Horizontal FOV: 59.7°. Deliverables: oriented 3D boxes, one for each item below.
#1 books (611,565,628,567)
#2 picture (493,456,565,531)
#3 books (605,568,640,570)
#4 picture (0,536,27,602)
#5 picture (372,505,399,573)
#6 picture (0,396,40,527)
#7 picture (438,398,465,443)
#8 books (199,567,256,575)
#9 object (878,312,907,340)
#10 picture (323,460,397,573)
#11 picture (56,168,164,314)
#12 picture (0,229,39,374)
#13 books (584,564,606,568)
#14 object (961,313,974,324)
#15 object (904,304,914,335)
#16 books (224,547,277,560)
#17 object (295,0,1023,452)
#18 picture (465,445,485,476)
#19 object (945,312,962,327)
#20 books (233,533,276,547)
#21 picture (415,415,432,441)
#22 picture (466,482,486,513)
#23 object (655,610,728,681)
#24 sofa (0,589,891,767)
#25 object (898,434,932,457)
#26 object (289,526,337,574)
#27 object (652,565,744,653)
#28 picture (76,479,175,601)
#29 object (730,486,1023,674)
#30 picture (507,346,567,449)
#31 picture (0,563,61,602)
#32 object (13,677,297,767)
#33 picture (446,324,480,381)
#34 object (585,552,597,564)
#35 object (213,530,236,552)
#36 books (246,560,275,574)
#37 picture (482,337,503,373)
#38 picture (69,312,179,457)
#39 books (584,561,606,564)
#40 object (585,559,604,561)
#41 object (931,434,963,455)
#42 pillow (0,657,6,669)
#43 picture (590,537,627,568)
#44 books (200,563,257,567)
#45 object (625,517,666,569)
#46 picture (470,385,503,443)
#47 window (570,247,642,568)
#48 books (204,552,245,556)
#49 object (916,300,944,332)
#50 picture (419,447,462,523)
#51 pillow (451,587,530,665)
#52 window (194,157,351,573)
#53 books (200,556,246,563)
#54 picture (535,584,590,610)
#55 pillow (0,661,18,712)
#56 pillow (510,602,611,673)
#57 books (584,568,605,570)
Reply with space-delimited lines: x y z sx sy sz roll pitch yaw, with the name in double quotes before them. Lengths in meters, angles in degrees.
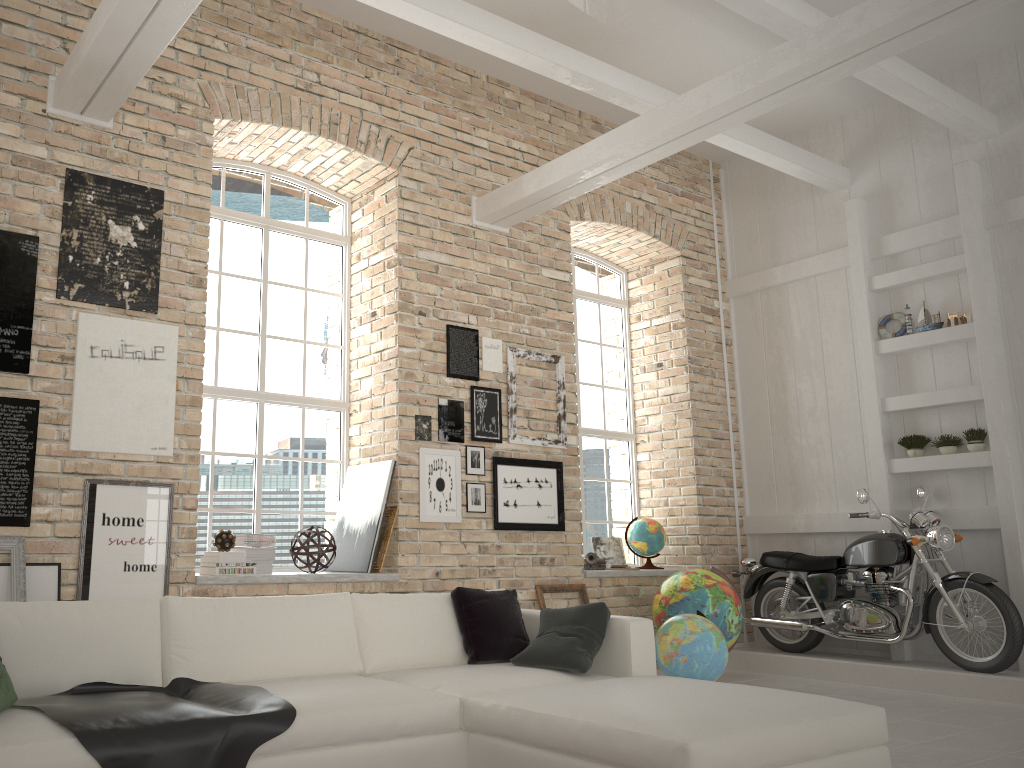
"books" 0.876 1.481 7.267 0.108 0.013 0.126 -5 -12 26
"picture" 0.127 0.835 6.719 0.669 0.536 0.033 7 -14 -36
"books" 0.896 1.510 7.258 0.213 0.022 0.187 8 -14 -37
"picture" -2.673 1.040 4.380 0.510 0.583 0.301 7 -14 -37
"picture" -0.930 1.063 6.079 0.162 0.461 0.385 8 -14 -39
"picture" -2.762 0.398 4.654 0.479 0.681 0.069 7 -14 -36
"picture" -0.437 0.265 6.421 0.215 0.307 0.015 7 -14 -36
"books" -1.735 1.140 5.441 0.258 0.048 0.233 9 -14 -40
"object" 3.103 -0.469 7.249 0.250 0.229 0.066 -11 -14 42
"picture" -1.063 0.929 6.219 0.230 0.764 0.625 7 -14 -38
"picture" -2.348 -0.830 5.232 0.551 0.784 0.039 7 -14 -36
"picture" -2.855 -0.467 4.751 0.553 0.786 0.039 7 -14 -36
"books" 0.607 1.492 7.308 0.238 0.030 0.216 9 -14 -38
"object" 3.472 -0.488 6.764 0.109 0.088 0.104 -1 -11 3
"object" 3.173 -0.511 7.131 0.068 0.268 0.066 -3 -11 6
"books" -1.728 1.114 5.861 0.222 0.088 0.338 10 -15 -42
"object" 1.639 -1.126 1.637 9.495 4.803 12.611 8 -14 -37
"picture" -0.267 0.558 6.490 0.165 0.213 0.012 7 -14 -36
"object" 3.396 -0.486 6.861 0.102 0.120 0.112 3 -12 -20
"books" -1.732 1.029 5.867 0.243 0.085 0.285 -7 -13 32
"picture" -0.624 0.309 6.271 0.126 0.179 0.009 6 -13 -30
"picture" -0.260 0.822 6.438 0.165 0.213 0.012 7 -14 -36
"object" 1.127 1.750 5.601 0.452 0.632 0.443 -1 -11 2
"sofa" -0.546 1.228 3.281 3.073 0.842 2.310 8 -14 -37
"object" 3.145 0.484 6.958 0.241 0.180 0.240 -5 -12 22
"object" -1.295 1.078 5.802 0.327 0.308 0.285 -11 -15 42
"object" 1.410 1.846 6.753 0.693 0.925 0.617 -7 -12 27
"picture" -2.152 0.919 4.978 0.486 0.757 0.013 7 -14 -36
"object" 2.697 1.461 6.886 0.761 1.330 2.312 9 -14 -42
"picture" 0.194 0.113 6.924 0.566 0.750 0.027 7 -14 -36
"picture" -2.583 1.195 4.505 0.539 0.569 0.156 7 -14 -36
"object" -1.296 1.336 3.162 0.837 0.464 0.826 9 -14 -39
"picture" -0.362 -0.229 6.583 0.277 0.394 0.020 7 -14 -36
"object" 0.632 1.434 7.351 0.095 0.090 0.473 -1 -11 0
"object" -1.782 0.972 5.526 0.139 0.137 0.146 1 -11 -11
"books" -1.725 1.196 5.844 0.224 0.088 0.336 7 -13 -33
"picture" -0.150 -0.218 6.746 0.182 0.259 0.013 7 -14 -36
"picture" -2.218 0.010 5.123 0.553 0.785 0.039 7 -14 -36
"books" 0.613 1.469 7.320 0.241 0.026 0.217 10 -15 -42
"object" 0.618 1.445 7.314 0.200 0.021 0.169 8 -14 -37
"object" 3.316 0.461 6.780 0.238 0.158 0.216 -11 -15 43
"pillow" -1.965 0.969 3.139 0.321 0.365 0.402 -2 -11 7
"picture" 0.873 1.527 8.030 0.368 0.293 0.072 8 -14 -36
"books" -1.734 1.105 5.449 0.253 0.024 0.233 9 -14 -40
"object" 1.184 1.396 7.817 0.310 0.465 0.349 6 -13 -32
"picture" -0.188 0.226 6.610 0.274 0.410 0.011 7 -14 -36
"window" 4.386 -0.703 3.590 1.340 2.991 12.167 8 -13 -38
"books" -1.763 1.040 5.458 0.187 0.030 0.172 -9 -14 40
"object" 3.262 -0.538 6.978 0.061 0.261 0.245 4 -12 -26
"picture" -0.502 0.713 6.272 0.343 0.514 0.014 7 -14 -36
"pillow" -0.096 1.238 4.567 0.400 0.390 0.257 7 -14 -36
"window" 1.982 -1.042 1.841 1.340 2.991 12.167 8 -13 -38
"books" -1.768 1.073 5.448 0.207 0.041 0.190 -8 -14 37
"picture" 0.443 1.870 6.603 0.474 0.749 0.236 7 -14 -36
"pillow" -1.800 0.907 2.897 0.297 0.344 0.427 2 -11 -14
"pillow" 0.236 1.198 4.264 0.444 0.305 0.318 -10 -14 41
"books" 0.611 1.517 7.300 0.239 0.025 0.215 8 -14 -36
